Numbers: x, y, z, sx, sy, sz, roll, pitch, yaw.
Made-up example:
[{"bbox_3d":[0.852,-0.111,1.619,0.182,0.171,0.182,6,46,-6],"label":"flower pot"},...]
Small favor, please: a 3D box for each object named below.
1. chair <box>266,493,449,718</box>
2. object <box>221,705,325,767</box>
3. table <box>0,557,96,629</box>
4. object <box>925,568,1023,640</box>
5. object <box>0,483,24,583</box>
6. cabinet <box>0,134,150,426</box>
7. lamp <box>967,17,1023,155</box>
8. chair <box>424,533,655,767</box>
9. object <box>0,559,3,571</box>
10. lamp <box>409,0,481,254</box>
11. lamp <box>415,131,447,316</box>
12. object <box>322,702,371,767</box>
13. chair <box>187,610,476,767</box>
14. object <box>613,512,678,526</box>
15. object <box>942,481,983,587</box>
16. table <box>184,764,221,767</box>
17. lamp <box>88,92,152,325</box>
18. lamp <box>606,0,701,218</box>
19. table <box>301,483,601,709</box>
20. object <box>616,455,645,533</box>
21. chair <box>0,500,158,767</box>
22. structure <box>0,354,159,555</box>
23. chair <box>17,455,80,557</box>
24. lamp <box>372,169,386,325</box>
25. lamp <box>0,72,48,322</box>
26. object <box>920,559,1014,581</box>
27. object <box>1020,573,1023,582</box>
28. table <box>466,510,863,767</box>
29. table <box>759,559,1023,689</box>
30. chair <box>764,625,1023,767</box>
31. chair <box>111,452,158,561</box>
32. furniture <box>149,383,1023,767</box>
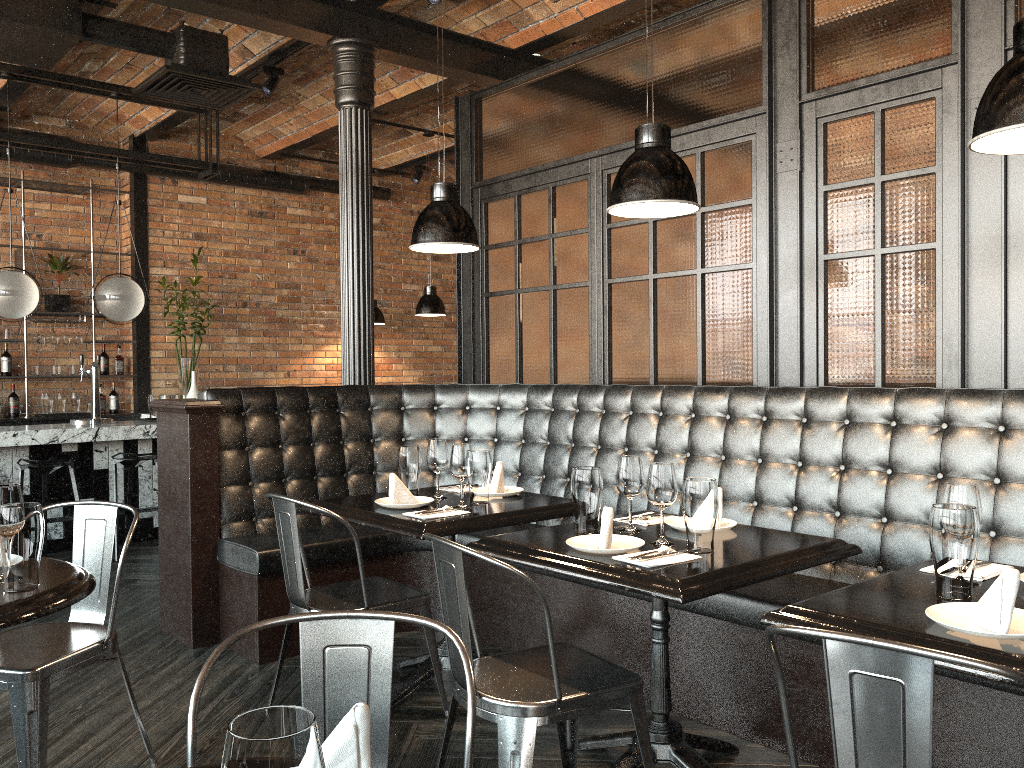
[{"bbox_3d":[-0.594,0.810,3.280,0.558,0.857,0.504,-1,1,-40],"label":"chair"},{"bbox_3d":[-0.196,0.400,0.733,0.092,0.244,0.092,-2,1,-44],"label":"object"},{"bbox_3d":[-1.519,0.888,2.228,0.866,0.758,0.866,0,1,13],"label":"table"},{"bbox_3d":[0.964,0.429,1.793,0.232,0.139,0.232,-1,1,-8],"label":"object"},{"bbox_3d":[-1.310,0.383,2.294,0.092,0.244,0.092,-1,1,-41],"label":"object"},{"bbox_3d":[-6.191,-0.587,6.315,7.075,3.779,0.564,-1,1,-40],"label":"cabinet"},{"bbox_3d":[1.150,-1.360,1.922,0.291,1.653,0.291,0,1,5],"label":"lamp"},{"bbox_3d":[0.063,0.819,2.419,0.558,0.857,0.504,-1,1,-30],"label":"chair"},{"bbox_3d":[-1.462,0.441,2.416,0.232,0.139,0.232,0,1,19],"label":"object"},{"bbox_3d":[-0.282,-1.376,3.598,0.291,1.653,0.291,0,1,5],"label":"lamp"},{"bbox_3d":[-0.746,-1.449,8.038,0.291,1.653,0.291,0,1,5],"label":"lamp"},{"bbox_3d":[-0.234,0.454,1.030,0.232,0.139,0.232,0,1,4],"label":"object"},{"bbox_3d":[-0.290,0.841,1.339,0.504,0.857,0.558,-1,1,-1],"label":"chair"},{"bbox_3d":[0.462,0.466,3.084,0.255,0.019,0.157,-1,1,-40],"label":"object"},{"bbox_3d":[1.091,0.363,2.153,0.092,0.244,0.092,0,1,21],"label":"object"},{"bbox_3d":[-0.327,0.901,0.833,0.866,0.758,0.866,0,1,13],"label":"table"},{"bbox_3d":[-2.987,-1.329,6.738,0.340,1.754,0.340,0,1,6],"label":"lamp"},{"bbox_3d":[0.434,-1.368,2.760,0.291,1.653,0.291,0,1,4],"label":"lamp"},{"bbox_3d":[-0.253,0.851,3.612,0.872,0.758,0.872,-1,1,-40],"label":"table"},{"bbox_3d":[0.385,0.357,2.889,0.092,0.244,0.092,-1,1,-24],"label":"object"},{"bbox_3d":[-1.469,0.828,2.750,0.504,0.857,0.558,0,1,14],"label":"chair"},{"bbox_3d":[-4.403,0.507,6.355,5.346,1.430,1.930,-1,1,-40],"label":"structure"},{"bbox_3d":[-3.132,0.847,5.985,0.475,0.737,0.414,-1,1,-35],"label":"chair"},{"bbox_3d":[-1.508,-1.467,9.488,0.291,1.653,0.291,0,1,25],"label":"lamp"},{"bbox_3d":[-3.544,-1.315,6.263,0.340,1.754,0.340,0,1,6],"label":"lamp"},{"bbox_3d":[1.163,0.473,2.283,0.255,0.019,0.157,-1,1,-40],"label":"object"},{"bbox_3d":[1.321,0.420,2.079,0.232,0.139,0.232,0,1,8],"label":"object"},{"bbox_3d":[0.464,0.859,2.773,0.872,0.758,0.872,-1,1,-40],"label":"table"},{"bbox_3d":[1.172,0.867,1.944,0.872,0.758,0.872,-1,1,-40],"label":"table"},{"bbox_3d":[0.754,0.826,1.628,0.504,0.857,0.558,0,1,39],"label":"chair"},{"bbox_3d":[-2.688,0.836,6.364,0.414,0.737,0.475,0,1,45],"label":"chair"},{"bbox_3d":[0.715,0.626,3.003,1.979,1.212,5.451,-1,1,-40],"label":"furniture"}]
